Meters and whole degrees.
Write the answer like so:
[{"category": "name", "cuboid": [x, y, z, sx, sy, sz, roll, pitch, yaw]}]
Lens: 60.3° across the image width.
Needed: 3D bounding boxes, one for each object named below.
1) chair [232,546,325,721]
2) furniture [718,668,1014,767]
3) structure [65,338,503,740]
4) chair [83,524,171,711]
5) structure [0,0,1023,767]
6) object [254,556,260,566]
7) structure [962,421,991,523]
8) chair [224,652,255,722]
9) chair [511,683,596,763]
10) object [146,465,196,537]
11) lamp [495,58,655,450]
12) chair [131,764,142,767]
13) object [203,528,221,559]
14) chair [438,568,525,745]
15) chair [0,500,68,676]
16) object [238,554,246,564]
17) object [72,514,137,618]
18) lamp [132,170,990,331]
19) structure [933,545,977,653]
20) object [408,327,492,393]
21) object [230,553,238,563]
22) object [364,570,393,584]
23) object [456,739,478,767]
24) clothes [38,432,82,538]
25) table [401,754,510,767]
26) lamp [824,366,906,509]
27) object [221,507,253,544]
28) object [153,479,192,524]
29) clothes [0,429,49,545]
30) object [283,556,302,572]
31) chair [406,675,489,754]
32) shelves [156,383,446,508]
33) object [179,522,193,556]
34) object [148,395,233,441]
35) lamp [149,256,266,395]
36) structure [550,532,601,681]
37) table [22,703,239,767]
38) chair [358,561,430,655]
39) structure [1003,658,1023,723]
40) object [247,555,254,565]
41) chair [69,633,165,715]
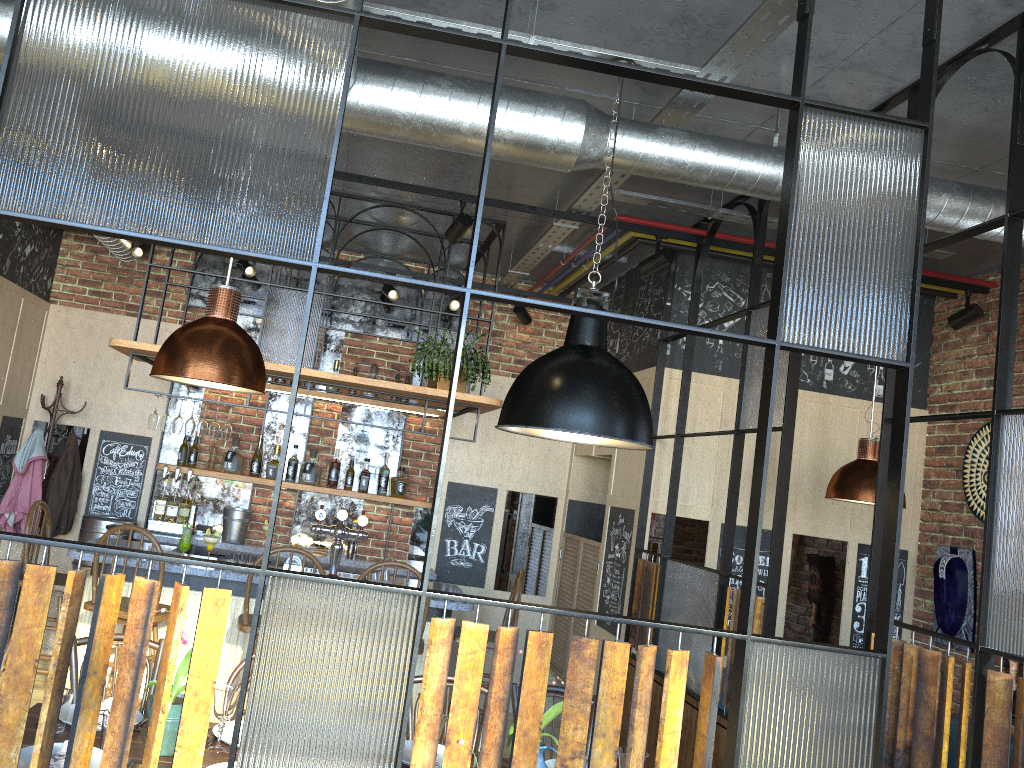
[{"category": "chair", "cuboid": [-1.297, 1.467, 4.786, 0.426, 1.197, 0.420, 10, -7, -14]}, {"category": "furniture", "cuboid": [1.720, 2.064, 4.462, 1.475, 0.823, 1.458, 9, -7, -8]}, {"category": "structure", "cuboid": [-1.493, 1.057, 5.815, 2.314, 2.177, 1.757, 9, -7, -7]}, {"category": "chair", "cuboid": [-2.034, 1.346, 4.685, 0.444, 1.197, 0.404, 6, -7, 11]}, {"category": "structure", "cuboid": [-1.164, 0.297, 3.894, 5.643, 3.331, 6.239, 11, -7, -24]}, {"category": "object", "cuboid": [-1.549, 1.079, 5.362, 0.041, 0.059, 0.043, 10, -7, -18]}, {"category": "structure", "cuboid": [2.657, 0.478, 4.762, 0.078, 0.620, 0.672, 9, -7, -13]}, {"category": "chair", "cuboid": [-0.953, 1.465, 3.165, 0.445, 0.922, 0.540, 7, -7, 8]}, {"category": "chair", "cuboid": [0.145, 1.634, 3.225, 0.404, 0.916, 0.523, 8, -7, -4]}, {"category": "object", "cuboid": [-2.470, 0.849, 6.448, 0.307, 0.492, 0.206, 9, -7, -7]}, {"category": "lamp", "cuboid": [0.295, -0.470, 3.019, 0.534, 1.328, 0.523, 7, -7, 4]}, {"category": "chair", "cuboid": [-0.800, 1.379, 2.246, 0.404, 0.916, 0.523, 8, -7, -4]}, {"category": "object", "cuboid": [-1.773, 0.950, 5.179, 0.109, 0.197, 0.102, 5, -8, 20]}, {"category": "chair", "cuboid": [-0.185, 1.703, 5.384, 0.414, 1.197, 0.433, 8, -7, 1]}, {"category": "chair", "cuboid": [-2.705, 1.301, 5.146, 0.407, 1.197, 0.440, 9, -7, -9]}, {"category": "object", "cuboid": [-1.639, 1.063, 5.346, 0.041, 0.059, 0.043, 10, -7, -18]}, {"category": "object", "cuboid": [-2.956, 1.472, 6.269, 0.414, 1.037, 0.383, 4, -8, 27]}, {"category": "lamp", "cuboid": [-0.613, -1.060, 3.699, 7.149, 0.274, 6.327, 9, -7, -8]}, {"category": "structure", "cuboid": [2.482, 1.204, 5.000, 0.113, 0.560, 0.327, 9, -7, -10]}, {"category": "object", "cuboid": [-0.312, -0.124, 5.307, 0.478, 0.370, 0.631, 12, -8, -31]}, {"category": "object", "cuboid": [-1.688, 1.056, 5.341, 0.041, 0.059, 0.043, 10, -7, -18]}, {"category": "object", "cuboid": [-0.800, 1.168, 5.314, 0.170, 0.091, 0.095, 13, -8, -32]}, {"category": "object", "cuboid": [-0.063, 0.939, 1.713, 0.216, 0.427, 0.133, 4, -8, 26]}, {"category": "clothes", "cuboid": [-3.223, 0.735, 6.358, 0.208, 0.772, 0.241, 9, -7, -11]}, {"category": "table", "cuboid": [0.019, 1.658, 2.737, 1.020, 0.728, 0.735, 9, -7, -7]}, {"category": "lamp", "cuboid": [1.852, -0.061, 4.486, 0.360, 1.337, 0.376, 10, -8, -16]}, {"category": "object", "cuboid": [-2.035, 1.043, 6.484, 0.228, 0.246, 0.207, 2, -9, 42]}, {"category": "object", "cuboid": [-2.474, 0.857, 6.462, 0.256, 0.303, 0.086, 9, -7, -5]}, {"category": "clothes", "cuboid": [-3.381, 0.700, 6.127, 0.278, 0.792, 0.233, 5, -8, 18]}, {"category": "object", "cuboid": [-1.587, 1.025, 5.155, 0.759, 0.106, 0.202, 9, -7, -6]}, {"category": "chair", "cuboid": [-0.251, 1.565, 3.139, 0.400, 0.916, 0.527, 9, -7, -9]}, {"category": "shelves", "cuboid": [-1.602, 0.438, 6.876, 2.098, 0.747, 0.609, 9, -7, -6]}, {"category": "object", "cuboid": [-1.921, 0.922, 5.184, 0.066, 0.211, 0.071, 11, -8, -25]}, {"category": "object", "cuboid": [-1.924, 0.204, 5.292, 0.493, 0.208, 0.066, 9, -7, -5]}, {"category": "lamp", "cuboid": [-0.883, -0.653, 2.909, 0.352, 1.337, 0.384, 13, -9, -35]}, {"category": "structure", "cuboid": [-1.496, 1.188, 5.283, 4.785, 0.996, 1.323, 13, -8, -32]}, {"category": "table", "cuboid": [-1.083, 1.482, 2.633, 1.020, 0.728, 0.735, 9, -7, -7]}, {"category": "chair", "cuboid": [-0.720, 1.559, 4.841, 0.433, 1.197, 0.414, 8, -7, -4]}, {"category": "structure", "cuboid": [2.548, 1.380, 4.441, 0.158, 0.656, 0.263, 9, -7, -9]}, {"category": "object", "cuboid": [-1.595, 1.072, 5.367, 0.041, 0.059, 0.043, 10, -7, -18]}, {"category": "chair", "cuboid": [-1.388, 1.385, 3.043, 0.387, 0.916, 0.544, 13, -9, -34]}]
